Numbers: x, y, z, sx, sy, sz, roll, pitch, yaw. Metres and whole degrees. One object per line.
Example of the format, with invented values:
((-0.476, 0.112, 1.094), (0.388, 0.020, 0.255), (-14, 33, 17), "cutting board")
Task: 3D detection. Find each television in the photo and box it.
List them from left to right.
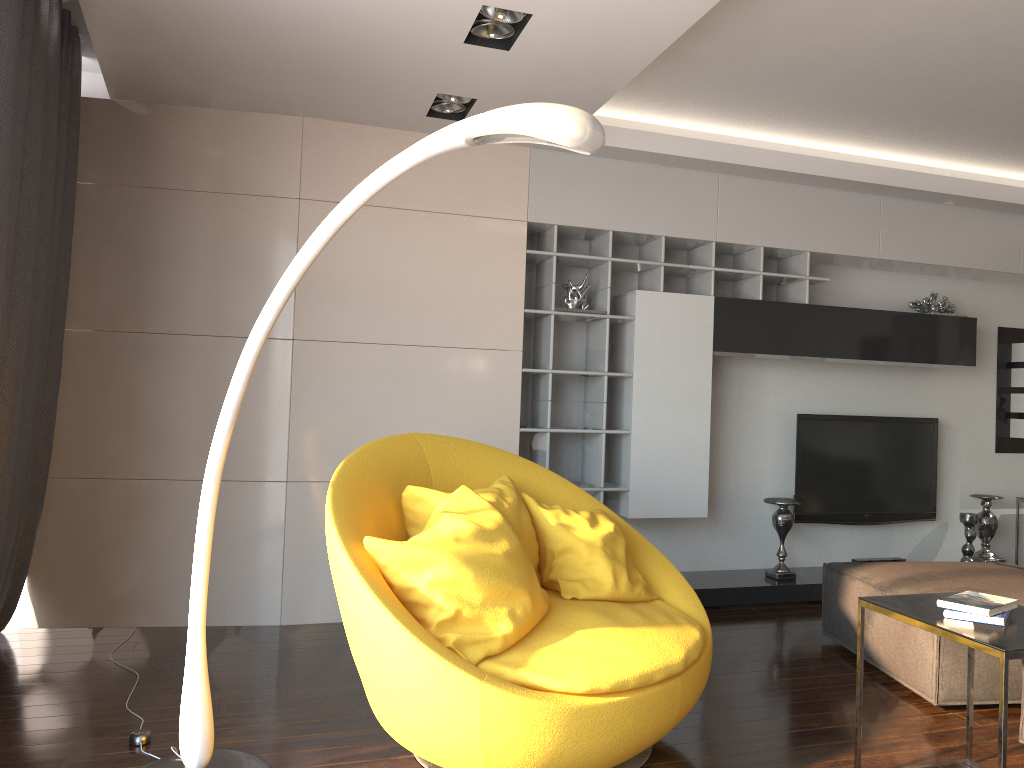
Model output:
((2.318, 0.567, 5.817), (1.139, 0.715, 0.139), (2, -2, -19), "television")

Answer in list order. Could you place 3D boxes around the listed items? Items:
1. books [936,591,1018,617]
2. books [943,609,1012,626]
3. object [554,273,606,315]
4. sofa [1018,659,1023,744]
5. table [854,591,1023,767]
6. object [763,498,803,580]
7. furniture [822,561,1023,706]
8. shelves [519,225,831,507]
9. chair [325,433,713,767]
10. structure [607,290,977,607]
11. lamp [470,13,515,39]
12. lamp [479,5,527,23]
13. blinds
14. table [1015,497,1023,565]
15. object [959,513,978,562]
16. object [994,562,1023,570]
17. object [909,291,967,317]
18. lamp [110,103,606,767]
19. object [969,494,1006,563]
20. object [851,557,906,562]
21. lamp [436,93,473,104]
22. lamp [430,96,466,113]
((1.359, 0.639, 2.567), (0.216, 0.022, 0.147), (3, -1, -41), "books")
((1.368, 0.663, 2.579), (0.155, 0.023, 0.243), (1, -1, 33), "books")
((0.353, -0.505, 4.958), (0.294, 0.227, 0.275), (2, -1, -17), "object")
((2.928, 0.951, 3.477), (2.526, 0.704, 2.691), (2, -1, -7), "sofa")
((1.365, 0.955, 2.542), (0.465, 0.563, 0.581), (3, -1, -16), "table")
((1.648, 0.941, 5.361), (0.250, 0.475, 0.229), (3, -2, -25), "object")
((2.105, 1.058, 3.964), (1.115, 0.440, 1.076), (2, -1, -7), "furniture")
((0.947, -0.036, 5.218), (1.988, 1.601, 0.366), (2, -2, -19), "shelves")
((0.073, 0.695, 2.977), (1.076, 1.006, 1.599), (1, -1, 40), "chair")
((2.039, 0.411, 5.544), (2.983, 1.767, 0.464), (2, -2, -19), "structure")
((-0.077, -1.350, 3.324), (0.179, 0.077, 0.175), (2, -1, -5), "lamp")
((-0.033, -1.351, 3.155), (0.177, 0.077, 0.177), (2, -1, 2), "lamp")
((-1.060, -0.314, 0.710), (0.779, 2.895, 7.182), (3, -1, -22), "blinds")
((3.935, 1.099, 6.165), (0.621, 0.563, 0.435), (2, -1, -18), "table")
((3.038, 1.049, 5.856), (0.128, 0.372, 0.118), (3, -2, -23), "object")
((2.396, 0.872, 4.198), (0.052, 0.015, 0.201), (2, -1, -15), "object")
((2.830, -0.528, 5.899), (0.333, 0.177, 0.313), (2, -1, -17), "object")
((-1.260, 0.264, 3.193), (0.613, 1.780, 4.013), (3, -2, -37), "lamp")
((3.233, 1.004, 6.007), (0.227, 0.482, 0.211), (3, -2, -23), "object")
((2.327, 1.158, 5.582), (0.373, 0.094, 0.070), (2, -1, -19), "object")
((-0.266, -1.346, 4.062), (0.177, 0.077, 0.177), (2, -1, 2), "lamp")
((-0.310, -1.345, 4.231), (0.179, 0.077, 0.175), (2, -1, -5), "lamp")
